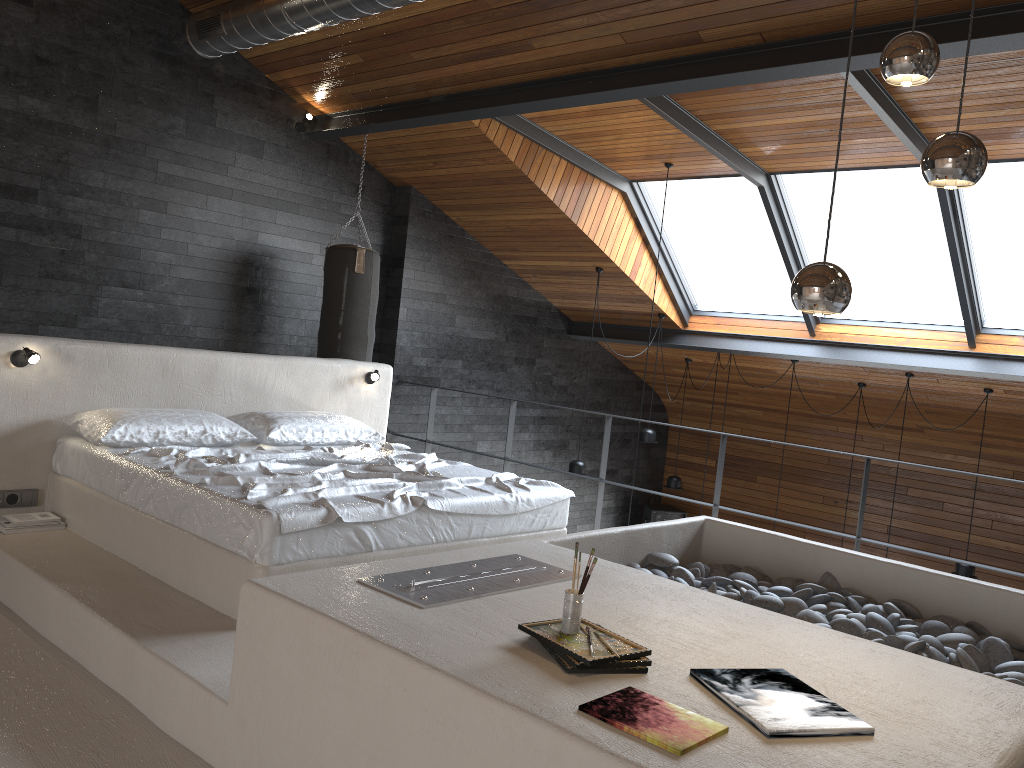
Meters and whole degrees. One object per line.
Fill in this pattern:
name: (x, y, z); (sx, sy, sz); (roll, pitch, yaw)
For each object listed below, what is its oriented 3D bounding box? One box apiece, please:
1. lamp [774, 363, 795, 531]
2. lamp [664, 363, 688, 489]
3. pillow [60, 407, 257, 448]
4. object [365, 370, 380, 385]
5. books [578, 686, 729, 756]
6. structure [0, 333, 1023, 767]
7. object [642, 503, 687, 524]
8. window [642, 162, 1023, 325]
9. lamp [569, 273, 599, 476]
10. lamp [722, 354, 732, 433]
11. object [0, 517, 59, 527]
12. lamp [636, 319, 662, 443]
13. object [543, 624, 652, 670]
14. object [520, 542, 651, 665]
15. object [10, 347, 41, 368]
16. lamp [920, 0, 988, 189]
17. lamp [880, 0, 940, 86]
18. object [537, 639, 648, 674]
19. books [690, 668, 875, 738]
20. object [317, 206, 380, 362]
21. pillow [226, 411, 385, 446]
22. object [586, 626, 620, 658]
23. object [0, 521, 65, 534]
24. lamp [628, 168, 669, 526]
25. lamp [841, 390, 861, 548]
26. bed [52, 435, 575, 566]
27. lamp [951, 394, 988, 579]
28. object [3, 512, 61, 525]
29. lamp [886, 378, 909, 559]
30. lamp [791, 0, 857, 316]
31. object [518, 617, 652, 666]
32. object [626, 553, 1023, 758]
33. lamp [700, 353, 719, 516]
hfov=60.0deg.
lamp: (2.570, 0.802, 8.457); (0.210, 2.034, 0.210); (6, 2, -10)
lamp: (1.810, 0.434, 9.510); (0.210, 1.369, 0.210); (6, 2, -10)
pillow: (-1.837, 0.220, 4.647); (0.502, 0.176, 0.837); (8, 3, 42)
object: (-0.935, -0.045, 5.911); (0.085, 0.106, 0.165); (5, 3, -20)
books: (0.293, 0.697, 1.847); (0.251, 0.013, 0.188); (8, 3, 42)
structure: (-0.232, 0.585, 3.813); (4.614, 1.120, 2.634); (8, 3, 42)
object: (1.651, 2.642, 10.835); (0.639, 2.298, 0.686); (6, 2, -10)
window: (2.876, -1.098, 7.010); (3.819, 1.031, 1.213); (8, 3, 42)
lamp: (0.690, -0.098, 8.078); (0.210, 1.854, 0.210); (6, 2, -10)
lamp: (1.994, 0.733, 8.544); (0.210, 2.273, 0.210); (6, 2, -10)
object: (-2.323, 0.657, 4.258); (0.231, 0.015, 0.159); (4, 3, -43)
lamp: (1.374, -0.041, 8.572); (0.210, 1.206, 0.210); (6, 2, -10)
object: (0.190, 0.655, 2.226); (0.207, 0.013, 0.276); (5, 3, -23)
object: (0.192, 0.533, 2.222); (0.245, 0.234, 0.301); (5, 3, -28)
object: (-2.360, -0.127, 4.305); (0.156, 0.106, 0.087); (8, 3, 39)
lamp: (1.137, -1.205, 2.112); (0.146, 1.474, 0.146); (5, 2, -17)
lamp: (1.107, -1.393, 2.319); (0.146, 1.204, 0.146); (5, 2, -17)
object: (0.189, 0.668, 2.226); (0.207, 0.013, 0.276); (5, 3, -17)
books: (0.604, 0.722, 2.026); (0.260, 0.019, 0.347); (5, 3, -16)
object: (-1.261, -0.578, 6.878); (0.442, 1.603, 0.445); (5, 3, -20)
pillow: (-1.238, 0.258, 5.311); (0.509, 0.173, 0.842); (8, 3, 42)
object: (0.203, 0.641, 2.211); (0.064, 0.010, 0.232); (6, 3, -11)
object: (-2.316, 0.677, 4.255); (0.176, 0.028, 0.269); (8, 3, 42)
lamp: (1.093, -0.157, 7.215); (0.210, 3.208, 0.210); (5, 3, -25)
lamp: (3.217, 0.856, 8.424); (0.210, 2.002, 0.210); (6, 2, -10)
bed: (-1.012, 0.579, 4.519); (2.011, 0.484, 1.826); (8, 3, 42)
lamp: (3.945, 0.860, 7.540); (0.210, 1.565, 0.210); (6, 2, -10)
object: (-2.309, 0.645, 4.266); (0.161, 0.015, 0.206); (8, 3, 42)
lamp: (3.391, 0.855, 7.829); (0.210, 1.911, 0.210); (6, 2, -10)
lamp: (0.860, -1.050, 2.182); (0.146, 1.771, 0.146); (5, 3, -23)
object: (0.179, 0.641, 2.226); (0.207, 0.013, 0.276); (4, 3, -37)
object: (1.109, 0.918, 3.333); (1.842, 0.246, 1.435); (8, 3, 42)
lamp: (1.945, 0.644, 8.810); (0.210, 2.036, 0.210); (6, 2, -10)
